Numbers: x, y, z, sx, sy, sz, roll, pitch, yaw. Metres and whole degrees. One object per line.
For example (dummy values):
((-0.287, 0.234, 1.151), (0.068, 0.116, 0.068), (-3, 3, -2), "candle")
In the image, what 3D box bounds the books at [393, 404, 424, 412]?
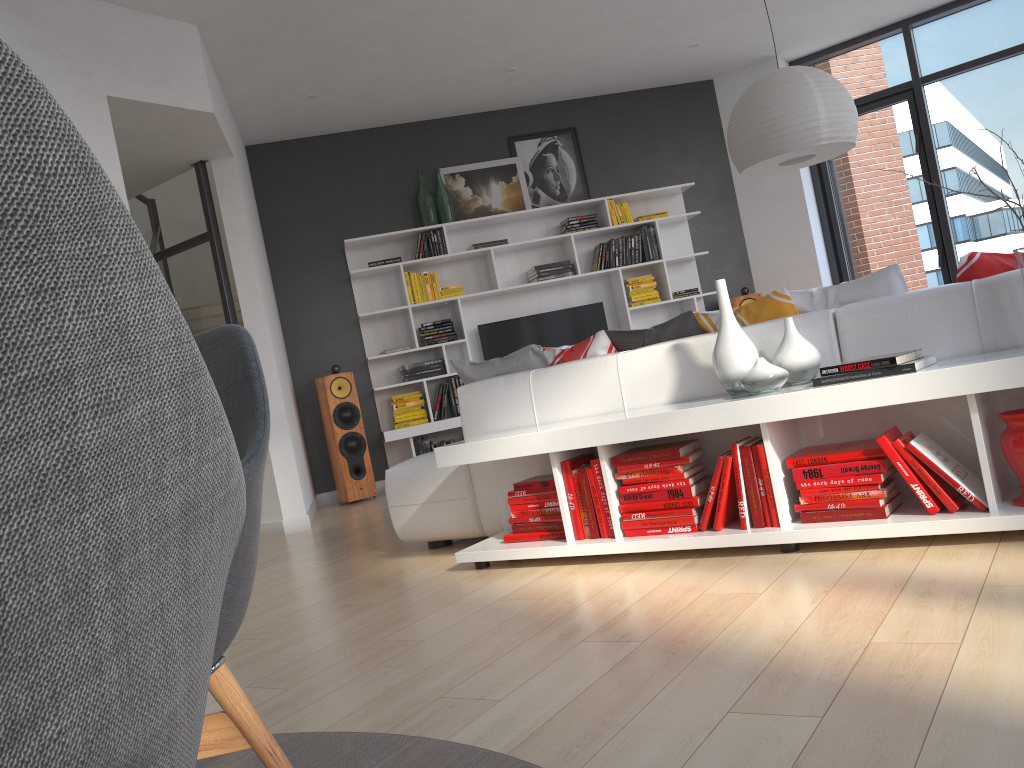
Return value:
((-0.850, 0.195, 7.253), (0.251, 0.019, 0.180), (-11, 0, -11), "books")

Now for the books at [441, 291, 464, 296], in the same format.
((-0.497, -0.739, 7.313), (0.196, 0.011, 0.148), (-11, 0, -11), "books")

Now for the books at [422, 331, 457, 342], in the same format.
((-0.603, -0.388, 7.294), (0.266, 0.030, 0.209), (-11, 0, -12), "books")

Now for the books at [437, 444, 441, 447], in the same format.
((-0.567, 0.596, 7.162), (0.049, 0.236, 0.170), (-11, 0, -10), "books")

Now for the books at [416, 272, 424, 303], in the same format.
((-0.763, -0.777, 7.278), (0.015, 0.263, 0.199), (-11, 0, -11), "books")

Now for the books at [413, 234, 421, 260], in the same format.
((-0.779, -1.107, 7.275), (0.096, 0.213, 0.166), (-11, 0, -12), "books")

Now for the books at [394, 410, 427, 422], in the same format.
((-0.834, 0.263, 7.242), (0.255, 0.044, 0.198), (-11, 0, -11), "books")

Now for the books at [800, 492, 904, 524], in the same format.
((1.070, 0.391, 2.793), (0.259, 0.034, 0.206), (-11, 0, 37), "books")

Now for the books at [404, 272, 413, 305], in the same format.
((-0.850, -0.765, 7.245), (0.029, 0.270, 0.204), (-11, 0, -11), "books")

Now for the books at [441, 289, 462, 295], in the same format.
((-0.501, -0.752, 7.292), (0.169, 0.018, 0.113), (-11, 0, -9), "books")

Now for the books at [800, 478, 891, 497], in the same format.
((1.048, 0.315, 2.785), (0.236, 0.023, 0.178), (-11, 0, 34), "books")

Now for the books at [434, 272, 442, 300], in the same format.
((-0.619, -0.793, 7.302), (0.024, 0.234, 0.172), (-11, 0, -11), "books")

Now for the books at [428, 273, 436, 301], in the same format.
((-0.668, -0.786, 7.293), (0.023, 0.239, 0.169), (-11, 0, -11), "books")

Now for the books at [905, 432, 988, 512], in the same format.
((1.288, 0.254, 2.604), (0.186, 0.223, 0.188), (-11, 0, 35), "books")

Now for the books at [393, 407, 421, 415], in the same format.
((-0.854, 0.218, 7.233), (0.228, 0.024, 0.152), (-11, 0, -6), "books")

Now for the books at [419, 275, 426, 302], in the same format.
((-0.738, -0.765, 7.261), (0.024, 0.229, 0.156), (-11, 0, -11), "books")

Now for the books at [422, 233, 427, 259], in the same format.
((-0.719, -1.119, 7.280), (0.074, 0.212, 0.154), (-11, 0, -12), "books")

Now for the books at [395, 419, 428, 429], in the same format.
((-0.817, 0.323, 7.229), (0.270, 0.029, 0.204), (-11, 0, -6), "books")

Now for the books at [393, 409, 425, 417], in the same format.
((-0.845, 0.235, 7.256), (0.263, 0.015, 0.198), (-11, 0, -7), "books")

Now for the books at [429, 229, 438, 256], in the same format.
((-0.652, -1.141, 7.299), (0.025, 0.232, 0.176), (-11, 0, -11), "books")

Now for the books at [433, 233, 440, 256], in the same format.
((-0.624, -1.132, 7.299), (0.021, 0.200, 0.147), (-11, 0, -11), "books")

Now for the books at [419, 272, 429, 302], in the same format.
((-0.724, -0.781, 7.283), (0.019, 0.251, 0.180), (-11, 0, -11), "books")

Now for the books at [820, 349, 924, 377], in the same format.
((1.089, -0.064, 2.689), (0.188, 0.027, 0.238), (-12, 0, -42), "books")

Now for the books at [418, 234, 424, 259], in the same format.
((-0.749, -1.112, 7.287), (0.087, 0.214, 0.171), (-11, 0, -10), "books")

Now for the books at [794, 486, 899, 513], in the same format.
((1.052, 0.364, 2.791), (0.266, 0.026, 0.187), (-11, 0, 40), "books")

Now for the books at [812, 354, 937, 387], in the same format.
((1.108, -0.041, 2.709), (0.300, 0.026, 0.245), (-11, 0, 39), "books")

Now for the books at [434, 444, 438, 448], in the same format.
((-0.591, 0.601, 7.165), (0.053, 0.240, 0.189), (-11, 0, -10), "books")

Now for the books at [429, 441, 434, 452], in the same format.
((-0.626, 0.591, 7.162), (0.053, 0.268, 0.202), (-11, 0, -11), "books")

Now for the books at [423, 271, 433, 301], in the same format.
((-0.697, -0.786, 7.286), (0.035, 0.250, 0.185), (-11, 0, -11), "books")

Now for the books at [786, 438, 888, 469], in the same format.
((1.055, 0.218, 2.822), (0.301, 0.032, 0.227), (-11, 0, 34), "books")

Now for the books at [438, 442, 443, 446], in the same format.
((-0.545, 0.588, 7.159), (0.050, 0.242, 0.169), (-11, 0, -11), "books")

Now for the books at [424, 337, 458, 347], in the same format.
((-0.583, -0.338, 7.275), (0.263, 0.026, 0.189), (-11, 0, -12), "books")

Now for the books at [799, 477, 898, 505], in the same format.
((1.059, 0.337, 2.791), (0.257, 0.025, 0.182), (-11, 0, 34), "books")

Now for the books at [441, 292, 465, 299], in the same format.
((-0.493, -0.717, 7.309), (0.190, 0.033, 0.147), (-11, 0, -11), "books")

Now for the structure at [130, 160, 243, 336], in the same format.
((-2.852, -0.976, 8.094), (4.190, 4.339, 2.823), (-11, 0, 34), "structure")

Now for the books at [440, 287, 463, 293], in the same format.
((-0.501, -0.768, 7.308), (0.187, 0.014, 0.134), (-11, 0, -11), "books")

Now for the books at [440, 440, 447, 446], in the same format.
((-0.520, 0.578, 7.175), (0.066, 0.255, 0.193), (-11, 0, -11), "books")

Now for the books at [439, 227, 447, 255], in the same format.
((-0.571, -1.158, 7.304), (0.019, 0.230, 0.174), (-11, 0, -11), "books")

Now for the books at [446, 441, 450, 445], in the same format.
((-0.489, 0.577, 7.173), (0.066, 0.242, 0.177), (-11, 0, -11), "books")

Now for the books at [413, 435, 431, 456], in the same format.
((-0.718, 0.587, 7.150), (0.128, 0.321, 0.259), (-11, 0, -11), "books")

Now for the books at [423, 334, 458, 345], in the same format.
((-0.587, -0.363, 7.277), (0.270, 0.025, 0.189), (-11, 0, -12), "books")

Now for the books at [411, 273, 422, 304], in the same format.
((-0.792, -0.769, 7.270), (0.044, 0.255, 0.198), (-11, 0, -11), "books")

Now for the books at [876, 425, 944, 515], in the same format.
((1.206, 0.255, 2.668), (0.134, 0.248, 0.192), (-11, 0, 34), "books")

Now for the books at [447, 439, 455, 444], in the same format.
((-0.457, 0.567, 7.183), (0.083, 0.249, 0.191), (-11, 0, -11), "books")

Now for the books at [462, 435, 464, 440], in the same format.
((-0.383, 0.547, 7.218), (0.066, 0.260, 0.197), (-11, 0, -11), "books")

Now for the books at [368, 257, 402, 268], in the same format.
((-1.031, -0.972, 7.209), (0.268, 0.046, 0.208), (-11, 0, -7), "books")

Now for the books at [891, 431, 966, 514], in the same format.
((1.242, 0.257, 2.636), (0.148, 0.232, 0.171), (-11, 0, 36), "books")

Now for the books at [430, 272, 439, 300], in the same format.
((-0.644, -0.788, 7.294), (0.024, 0.234, 0.172), (-11, 0, -11), "books")

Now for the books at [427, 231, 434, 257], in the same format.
((-0.673, -1.130, 7.290), (0.021, 0.221, 0.156), (-11, 0, -11), "books")

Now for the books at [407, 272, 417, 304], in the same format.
((-0.826, -0.770, 7.259), (0.025, 0.270, 0.213), (-11, 0, -11), "books")

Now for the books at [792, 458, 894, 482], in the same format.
((1.054, 0.254, 2.798), (0.279, 0.039, 0.206), (-11, 0, 33), "books")

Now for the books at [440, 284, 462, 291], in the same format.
((-0.511, -0.787, 7.320), (0.186, 0.026, 0.138), (-11, 0, -11), "books")

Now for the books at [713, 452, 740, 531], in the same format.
((0.739, 0.348, 2.977), (0.115, 0.245, 0.192), (-11, 0, 34), "books")

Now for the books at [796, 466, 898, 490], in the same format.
((1.053, 0.288, 2.784), (0.261, 0.027, 0.191), (-11, 0, 38), "books")

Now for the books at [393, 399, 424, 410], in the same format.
((-0.844, 0.167, 7.253), (0.250, 0.035, 0.185), (-11, 0, -8), "books")

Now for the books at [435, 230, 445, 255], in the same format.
((-0.598, -1.146, 7.306), (0.038, 0.218, 0.169), (-11, 0, -11), "books")
